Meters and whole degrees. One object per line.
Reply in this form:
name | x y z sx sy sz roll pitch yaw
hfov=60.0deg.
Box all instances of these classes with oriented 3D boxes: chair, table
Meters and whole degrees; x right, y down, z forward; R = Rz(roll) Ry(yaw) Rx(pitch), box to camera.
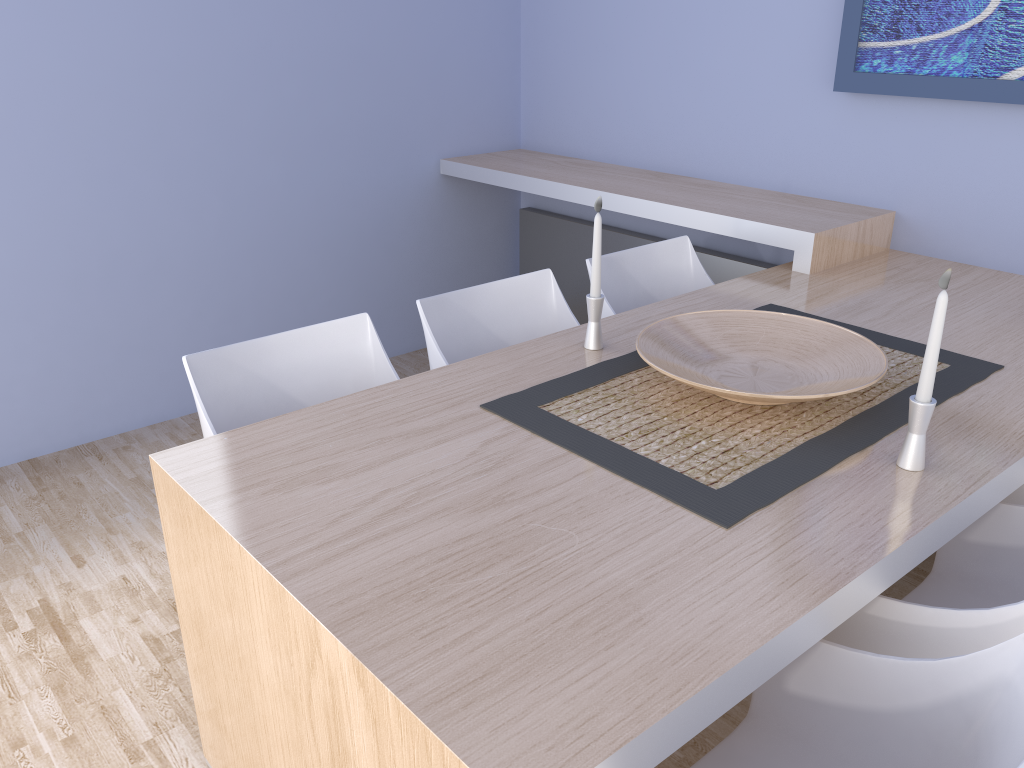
chair | -0.392 0.303 1.963 0.510 0.793 0.486 -18 29 -36
table | 0.578 0.305 2.043 2.340 0.718 1.002 -18 29 -36
chair | 0.804 0.490 1.510 0.510 0.793 0.486 -18 29 -36
chair | 0.046 0.156 2.304 0.510 0.793 0.486 -18 29 -36
chair | 1.252 0.340 1.860 0.510 0.793 0.486 -18 29 -36
chair | 0.350 0.641 1.156 0.510 0.793 0.486 -19 29 -37
chair | 0.484 0.010 2.646 0.510 0.793 0.486 -18 29 -36

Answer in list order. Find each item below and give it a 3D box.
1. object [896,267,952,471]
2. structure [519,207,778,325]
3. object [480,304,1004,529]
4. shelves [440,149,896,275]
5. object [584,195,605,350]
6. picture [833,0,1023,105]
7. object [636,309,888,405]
object | 0.679 -0.022 1.445 0.045 0.349 0.045 -18 29 -36
structure | 1.301 -0.020 2.863 0.064 0.503 3.843 -18 29 -36
object | 0.502 0.003 1.833 0.986 0.005 0.594 -19 29 -37
shelves | 1.120 -0.071 2.769 0.463 0.840 3.901 -18 29 -36
object | 0.188 -0.247 1.979 0.045 0.349 0.045 0 23 1
picture | 1.436 -1.161 2.202 0.049 0.901 1.252 -18 29 -36
object | 0.501 -0.038 1.820 0.493 0.081 0.493 -9 25 -20
